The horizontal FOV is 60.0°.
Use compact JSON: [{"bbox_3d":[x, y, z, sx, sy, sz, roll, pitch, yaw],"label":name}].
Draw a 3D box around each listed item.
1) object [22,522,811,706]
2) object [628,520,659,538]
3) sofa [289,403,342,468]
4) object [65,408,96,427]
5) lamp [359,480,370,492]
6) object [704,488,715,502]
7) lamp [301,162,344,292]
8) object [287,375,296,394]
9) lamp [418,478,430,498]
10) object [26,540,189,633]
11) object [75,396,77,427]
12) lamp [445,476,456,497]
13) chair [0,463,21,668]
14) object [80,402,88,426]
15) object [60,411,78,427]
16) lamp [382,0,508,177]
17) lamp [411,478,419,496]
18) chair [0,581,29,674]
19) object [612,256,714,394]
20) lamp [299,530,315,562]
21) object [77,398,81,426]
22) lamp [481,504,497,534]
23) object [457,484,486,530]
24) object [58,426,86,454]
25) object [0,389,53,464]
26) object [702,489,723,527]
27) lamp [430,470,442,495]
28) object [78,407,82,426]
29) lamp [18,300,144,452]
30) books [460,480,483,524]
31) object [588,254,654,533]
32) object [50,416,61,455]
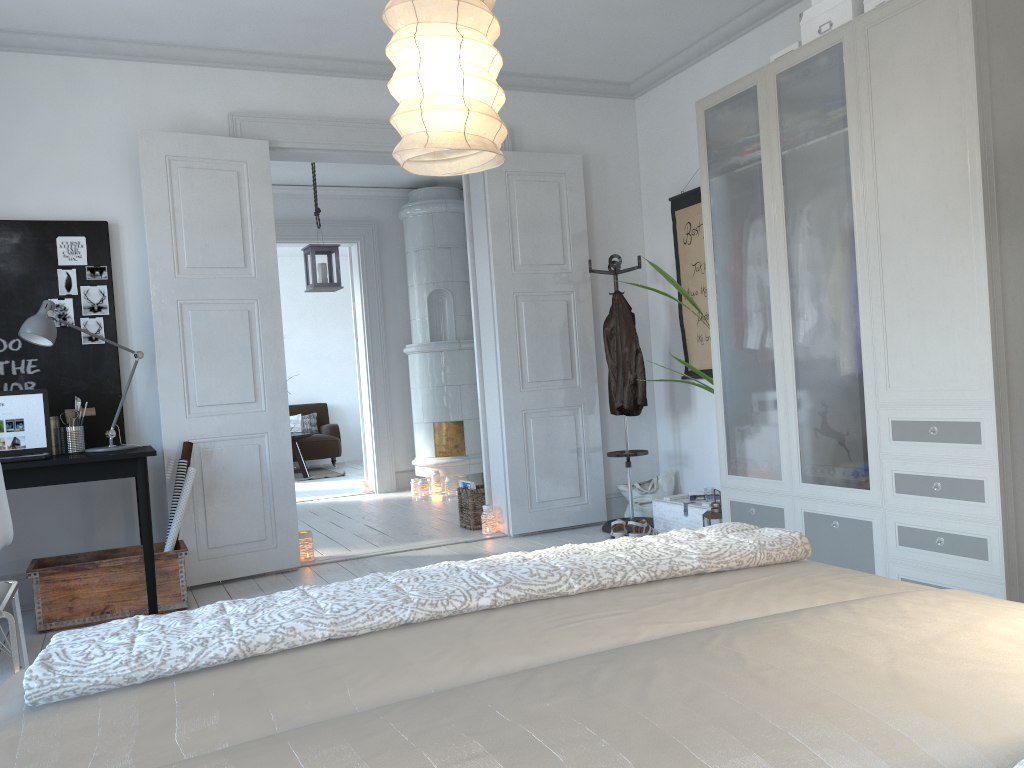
[{"bbox_3d":[-0.104,0.398,1.715,1.459,0.104,0.405,-4,0,-24],"label":"object"},{"bbox_3d":[0.755,0.823,5.044,0.099,0.126,0.272,-3,1,38],"label":"object"},{"bbox_3d":[-3.288,0.719,11.122,2.164,0.825,0.969,-4,1,-24],"label":"sofa"},{"bbox_3d":[-2.083,0.223,4.301,0.138,0.209,0.034,-5,2,-44],"label":"object"},{"bbox_3d":[-1.381,0.957,8.288,0.093,0.110,0.093,-4,1,-7],"label":"lamp"},{"bbox_3d":[1.096,0.618,4.913,0.060,0.081,0.060,-3,1,31],"label":"object"},{"bbox_3d":[-1.432,-1.561,6.440,0.228,1.763,0.228,-5,1,-28],"label":"lamp"},{"bbox_3d":[-2.888,0.084,10.374,0.525,1.066,0.845,-3,1,36],"label":"object"},{"bbox_3d":[-0.758,0.896,7.626,0.089,0.166,0.089,-5,1,-23],"label":"lamp"},{"bbox_3d":[-1.861,0.933,4.129,0.664,0.282,0.339,-4,1,-24],"label":"object"},{"bbox_3d":[-2.091,0.193,4.255,0.008,0.267,0.060,-4,1,-8],"label":"object"},{"bbox_3d":[-0.529,0.880,7.605,0.089,0.166,0.089,-5,1,-25],"label":"lamp"},{"bbox_3d":[-2.140,0.685,3.304,0.554,0.824,0.474,-3,1,31],"label":"chair"},{"bbox_3d":[-2.067,0.207,4.249,0.009,0.240,0.084,-3,2,43],"label":"object"},{"bbox_3d":[-2.116,0.229,4.239,0.081,0.198,0.050,-4,1,1],"label":"object"},{"bbox_3d":[-0.217,-1.244,2.548,0.339,1.231,0.340,-4,1,7],"label":"lamp"},{"bbox_3d":[-0.851,0.911,7.838,0.084,0.146,0.084,-4,1,-20],"label":"lamp"},{"bbox_3d":[-1.618,0.666,2.387,0.562,0.798,0.525,-4,1,-24],"label":"chair"},{"bbox_3d":[1.081,0.085,4.551,1.044,1.554,0.288,-4,1,5],"label":"object"},{"bbox_3d":[-1.180,0.927,5.069,0.089,0.166,0.089,-5,1,-32],"label":"lamp"},{"bbox_3d":[-2.087,0.196,4.257,0.012,0.264,0.062,-4,1,18],"label":"object"},{"bbox_3d":[-0.147,0.848,5.549,0.092,0.180,0.093,-5,1,-41],"label":"lamp"},{"bbox_3d":[-0.195,0.816,5.928,0.270,0.265,0.224,-4,1,-24],"label":"object"},{"bbox_3d":[-2.099,0.268,4.234,0.108,0.128,0.108,-4,1,-9],"label":"object"},{"bbox_3d":[-2.269,0.189,3.857,0.445,0.315,0.325,-4,1,-24],"label":"object"},{"bbox_3d":[1.021,0.696,4.366,0.132,0.352,0.137,-4,1,-2],"label":"object"},{"bbox_3d":[-0.670,0.867,7.812,0.098,0.210,0.098,-4,1,-20],"label":"lamp"},{"bbox_3d":[-2.079,0.218,4.250,0.009,0.222,0.082,-4,1,5],"label":"object"},{"bbox_3d":[-2.014,-0.031,4.202,0.230,0.716,0.616,-3,1,36],"label":"lamp"},{"bbox_3d":[-0.209,0.784,5.922,0.201,0.300,0.179,-5,1,-24],"label":"books"},{"bbox_3d":[0.682,0.057,5.420,0.374,1.659,0.374,-4,1,-17],"label":"object"},{"bbox_3d":[-2.212,0.251,4.262,0.079,0.188,0.079,-3,2,45],"label":"object"}]
